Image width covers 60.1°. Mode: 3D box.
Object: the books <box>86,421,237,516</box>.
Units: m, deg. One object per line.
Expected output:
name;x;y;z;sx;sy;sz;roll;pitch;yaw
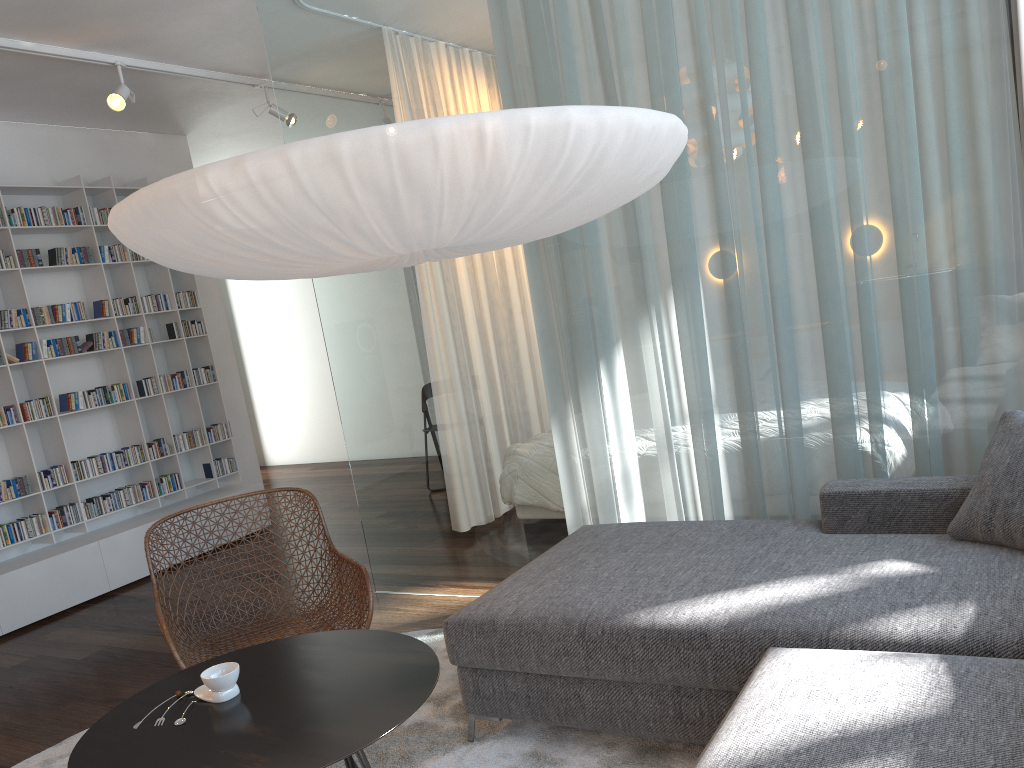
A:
books;-2.264;0.529;5.745;0.115;0.353;1.119;-4;8;32

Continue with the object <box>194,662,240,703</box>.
object;-0.720;0.729;2.167;0.139;0.070;0.090;-4;9;44

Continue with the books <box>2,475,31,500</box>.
books;-2.770;0.577;4.926;0.099;0.105;0.130;-5;8;30

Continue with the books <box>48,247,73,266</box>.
books;-2.665;-0.746;5.223;0.090;0.109;0.116;-5;9;32

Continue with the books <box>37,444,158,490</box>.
books;-2.511;0.488;5.353;0.115;0.114;0.755;-5;7;32

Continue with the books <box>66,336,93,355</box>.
books;-2.594;-0.233;5.287;0.090;0.107;0.161;-5;8;32

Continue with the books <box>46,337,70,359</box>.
books;-2.671;-0.208;5.163;0.099;0.105;0.130;-5;8;30

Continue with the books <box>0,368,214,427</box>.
books;-2.583;0.097;5.277;0.115;0.115;1.900;-5;7;32

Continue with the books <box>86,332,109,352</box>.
books;-2.527;-0.257;5.396;0.090;0.109;0.116;-5;9;32

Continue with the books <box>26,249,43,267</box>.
books;-2.756;-0.716;5.075;0.090;0.105;0.073;-5;10;32

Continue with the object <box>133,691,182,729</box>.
object;-0.856;0.784;2.136;0.015;0.015;0.166;-7;6;19

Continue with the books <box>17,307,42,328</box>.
books;-2.766;-0.373;5.028;0.099;0.105;0.137;-5;8;31

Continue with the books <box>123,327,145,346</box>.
books;-2.398;-0.300;5.606;0.090;0.109;0.116;-5;9;32

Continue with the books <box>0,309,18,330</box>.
books;-2.826;-0.355;4.928;0.090;0.109;0.116;-5;9;32

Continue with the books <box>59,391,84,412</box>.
books;-2.606;0.105;5.234;0.090;0.109;0.116;-5;9;32

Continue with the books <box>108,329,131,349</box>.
books;-2.465;-0.277;5.499;0.099;0.106;0.142;-5;8;30

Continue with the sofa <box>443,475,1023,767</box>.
sofa;0.361;0.773;1.653;2.045;0.679;3.029;-6;7;32

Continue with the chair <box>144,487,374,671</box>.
chair;-0.930;0.804;3.268;0.713;0.717;0.683;-13;8;-25

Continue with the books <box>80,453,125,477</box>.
books;-2.496;0.483;5.378;0.115;0.114;0.231;-5;8;32

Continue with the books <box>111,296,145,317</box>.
books;-2.439;-0.485;5.562;0.102;0.114;0.229;-5;8;32

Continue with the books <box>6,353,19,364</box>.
books;-2.918;-0.126;4.758;0.090;0.107;0.497;-5;8;32

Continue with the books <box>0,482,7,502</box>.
books;-2.828;0.596;4.830;0.090;0.109;0.116;-5;9;32

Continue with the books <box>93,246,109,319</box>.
books;-2.524;-0.625;5.437;0.090;0.436;0.154;-4;11;32

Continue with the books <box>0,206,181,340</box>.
books;-2.745;-0.575;5.085;0.115;0.867;1.731;-4;9;32

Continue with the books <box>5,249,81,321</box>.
books;-2.728;-0.555;5.110;0.100;0.436;0.345;-4;10;31

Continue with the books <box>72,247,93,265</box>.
books;-2.607;-0.765;5.320;0.099;0.105;0.130;-5;8;30

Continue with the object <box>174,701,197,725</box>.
object;-0.770;0.775;2.094;0.026;0.010;0.123;-10;6;-2

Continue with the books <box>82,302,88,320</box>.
books;-2.897;-0.500;4.830;0.102;0.436;1.110;-4;8;32

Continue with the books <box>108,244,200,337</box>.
books;-2.326;-0.595;5.758;0.115;0.633;0.561;-4;10;32

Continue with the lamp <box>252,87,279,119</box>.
lamp;-1.404;-1.635;5.219;0.249;0.242;0.085;-14;10;-27

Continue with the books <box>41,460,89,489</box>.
books;-2.625;0.526;5.167;0.100;0.114;0.265;-5;8;31

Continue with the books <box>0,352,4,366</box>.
books;-2.872;-0.141;4.835;0.099;0.105;0.130;-5;8;30

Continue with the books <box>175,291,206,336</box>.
books;-2.198;-0.467;5.950;0.115;0.303;0.180;-4;10;32

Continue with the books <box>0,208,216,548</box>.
books;-2.614;-0.119;5.249;0.115;1.840;1.927;-4;10;32

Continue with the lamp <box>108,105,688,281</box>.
lamp;-0.267;-0.437;2.347;1.462;0.212;1.463;-12;6;-21

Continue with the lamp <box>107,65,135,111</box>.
lamp;-1.947;-1.460;4.385;0.085;0.242;0.248;-10;8;-2

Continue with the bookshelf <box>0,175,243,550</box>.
bookshelf;-2.675;-0.166;5.250;0.227;2.097;2.058;-4;10;32

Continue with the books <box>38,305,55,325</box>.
books;-2.711;-0.392;5.114;0.090;0.110;0.073;-5;10;32

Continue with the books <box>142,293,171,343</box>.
books;-2.323;-0.426;5.745;0.115;0.303;0.227;-4;10;32

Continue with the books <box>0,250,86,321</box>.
books;-2.778;-0.544;5.027;0.101;0.443;0.613;-4;9;31

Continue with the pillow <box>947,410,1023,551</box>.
pillow;1.414;0.243;2.322;0.345;0.363;0.512;-12;7;-18

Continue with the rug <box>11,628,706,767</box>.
rug;-0.527;1.197;2.326;2.843;0.012;2.803;-9;6;12

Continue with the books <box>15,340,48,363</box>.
books;-2.740;-0.187;5.048;0.090;0.111;0.156;-5;9;32

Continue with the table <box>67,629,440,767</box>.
table;-0.549;0.982;2.128;0.849;0.478;0.836;-5;8;34

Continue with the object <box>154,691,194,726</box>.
object;-0.814;0.776;2.131;0.025;0.016;0.162;-9;6;7

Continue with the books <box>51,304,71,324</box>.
books;-2.662;-0.410;5.194;0.090;0.109;0.116;-5;9;32
